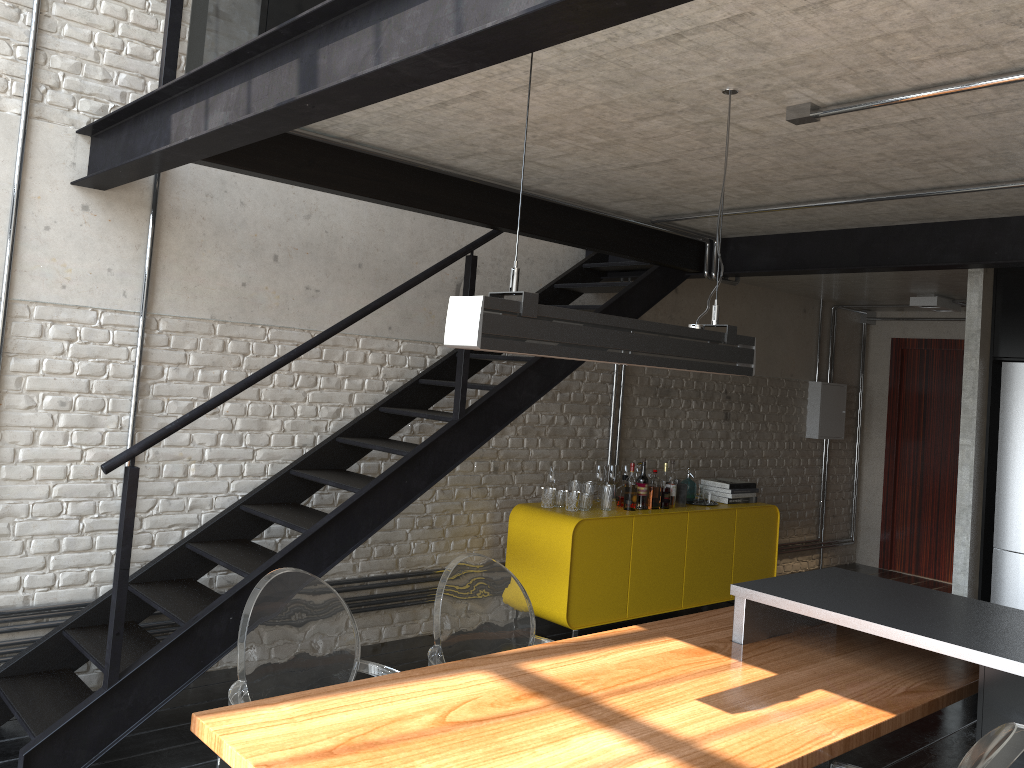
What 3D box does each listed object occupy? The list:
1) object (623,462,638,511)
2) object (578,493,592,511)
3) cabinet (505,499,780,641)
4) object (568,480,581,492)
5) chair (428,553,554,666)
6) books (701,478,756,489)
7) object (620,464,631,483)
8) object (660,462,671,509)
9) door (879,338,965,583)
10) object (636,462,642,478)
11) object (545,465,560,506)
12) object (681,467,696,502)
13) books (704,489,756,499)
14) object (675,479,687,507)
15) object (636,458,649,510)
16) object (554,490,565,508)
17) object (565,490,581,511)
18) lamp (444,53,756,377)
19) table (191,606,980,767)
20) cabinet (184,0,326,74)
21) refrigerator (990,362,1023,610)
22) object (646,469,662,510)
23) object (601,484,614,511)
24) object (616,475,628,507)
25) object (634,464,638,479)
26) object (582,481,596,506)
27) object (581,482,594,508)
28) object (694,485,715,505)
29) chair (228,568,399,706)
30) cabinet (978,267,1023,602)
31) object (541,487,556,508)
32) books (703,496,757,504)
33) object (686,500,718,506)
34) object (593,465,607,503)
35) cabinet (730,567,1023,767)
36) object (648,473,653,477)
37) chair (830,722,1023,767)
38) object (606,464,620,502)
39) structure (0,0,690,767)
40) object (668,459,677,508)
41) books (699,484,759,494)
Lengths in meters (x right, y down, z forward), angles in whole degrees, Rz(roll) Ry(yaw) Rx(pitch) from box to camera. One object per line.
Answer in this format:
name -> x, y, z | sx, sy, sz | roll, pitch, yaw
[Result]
object -> 0.762, 0.653, 5.652 | 0.081, 0.310, 0.081 | 2, -4, 40
object -> 0.446, 0.732, 5.484 | 0.092, 0.100, 0.092 | 5, -1, -4
cabinet -> 0.957, 1.203, 6.000 | 2.193, 0.772, 0.549 | 4, -1, -42
object -> 0.394, 0.698, 5.665 | 0.087, 0.155, 0.087 | 6, -3, -29
chair -> -0.029, 1.075, 2.822 | 0.538, 0.943, 0.590 | 6, -2, -32
books -> 1.592, 0.734, 6.511 | 0.324, 0.038, 0.259 | 4, 1, -40
object -> 0.783, 0.679, 6.074 | 0.092, 0.245, 0.092 | 4, -3, 9
object -> 1.012, 0.671, 5.866 | 0.081, 0.308, 0.081 | 2, -4, 43
door -> 4.031, 0.695, 8.171 | 0.194, 2.222, 1.135 | 7, -4, -42
object -> 0.840, 0.664, 5.861 | 0.114, 0.293, 0.114 | 5, -3, -14
object -> 0.254, 0.643, 5.602 | 0.093, 0.245, 0.092 | 3, -3, 32
object -> 1.258, 0.715, 6.320 | 0.119, 0.240, 0.119 | 6, -3, -25
books -> 1.593, 0.800, 6.503 | 0.327, 0.031, 0.260 | 4, 1, -44
object -> 1.119, 0.741, 6.017 | 0.135, 0.182, 0.052 | 5, -3, -5
object -> 0.845, 0.646, 5.728 | 0.080, 0.330, 0.079 | 2, -4, 39
object -> 0.297, 0.719, 5.546 | 0.092, 0.100, 0.092 | 5, -1, -4
object -> 0.368, 0.716, 5.413 | 0.095, 0.120, 0.095 | 5, -2, -24
lamp -> 0.322, -0.498, 2.374 | 1.084, 0.893, 0.125 | 5, -3, -42
table -> 0.529, 1.226, 2.572 | 2.664, 0.735, 0.929 | 4, 0, -42
cabinet -> 0.199, -1.260, 4.076 | 3.169, 0.553, 0.607 | 4, 0, -42
refrigerator -> 3.165, 0.813, 4.953 | 0.497, 1.829, 0.724 | 7, -4, -42
object -> 0.928, 0.690, 5.783 | 0.099, 0.258, 0.067 | 6, -3, -37
object -> 0.595, 0.715, 5.569 | 0.087, 0.155, 0.087 | 6, -3, -29
object -> 0.733, 0.698, 5.781 | 0.087, 0.206, 0.087 | 5, -3, -17
object -> 0.875, 0.686, 6.157 | 0.092, 0.245, 0.092 | 4, -3, 9
object -> 0.490, 0.705, 5.693 | 0.087, 0.155, 0.087 | 6, -3, -29
object -> 0.472, 0.705, 5.596 | 0.087, 0.155, 0.087 | 6, -3, -29
object -> 1.375, 0.790, 6.273 | 0.099, 0.107, 0.229 | 5, 0, -14
chair -> -0.526, 1.040, 2.419 | 0.538, 0.943, 0.590 | 6, -3, -42
cabinet -> 3.689, 0.579, 4.422 | 0.551, 2.481, 2.323 | 7, -3, -41
object -> 0.221, 0.704, 5.471 | 0.096, 0.120, 0.095 | 4, -2, 10
books -> 1.592, 0.837, 6.515 | 0.350, 0.044, 0.260 | 4, 1, -40
object -> 1.304, 0.835, 6.255 | 0.300, 0.012, 0.299 | 5, 1, 29
object -> 0.582, 0.665, 5.915 | 0.092, 0.245, 0.092 | 4, -3, 9
cabinet -> 2.533, 1.242, 2.967 | 2.737, 1.007, 2.435 | 4, 0, -42
object -> 0.937, 0.710, 5.940 | 0.100, 0.212, 0.101 | 6, -3, -27
chair -> 0.773, 1.148, 1.920 | 0.591, 0.943, 0.538 | 3, -3, 33
object -> 0.679, 0.672, 5.993 | 0.092, 0.245, 0.092 | 4, -3, 9
structure -> 0.968, -0.055, 3.079 | 3.774, 3.349, 4.791 | 5, -1, -42
object -> 1.069, 0.667, 5.934 | 0.073, 0.321, 0.072 | 2, -4, 39
books -> 1.596, 0.769, 6.521 | 0.350, 0.031, 0.288 | 4, 1, -42
